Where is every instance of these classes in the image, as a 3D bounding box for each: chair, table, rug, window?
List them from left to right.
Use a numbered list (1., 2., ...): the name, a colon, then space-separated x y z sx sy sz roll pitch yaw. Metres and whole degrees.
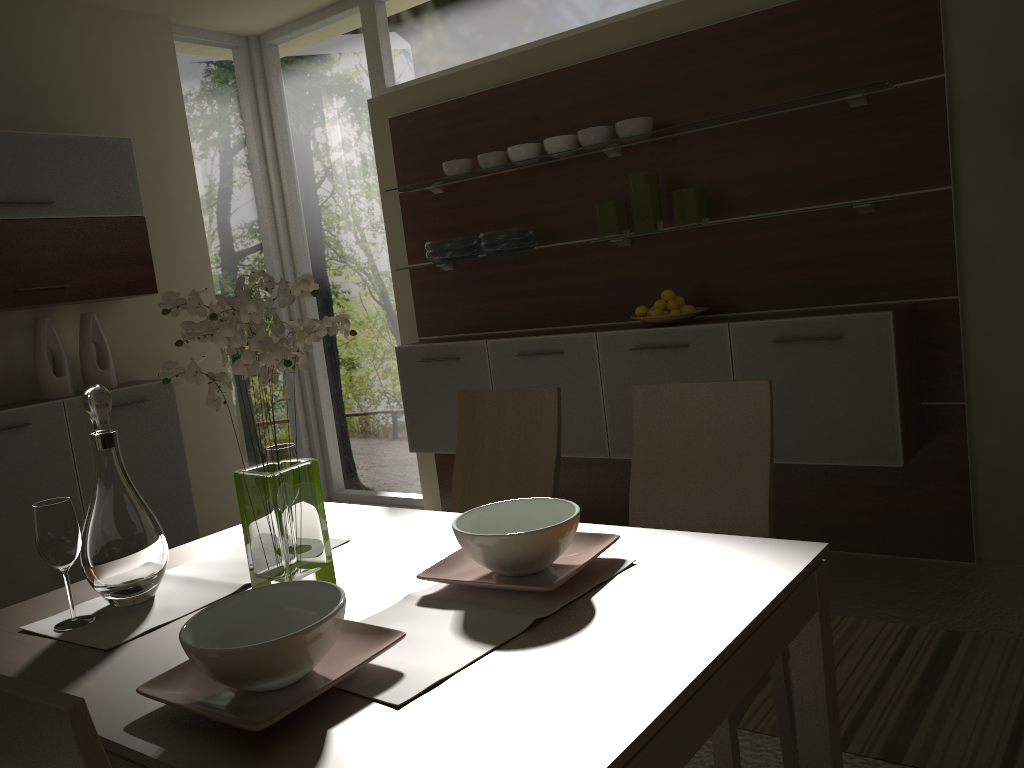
1. window: -1.436 -0.245 2.083 4.466 3.000 6.429 -2 8 35
2. chair: -0.324 0.737 1.117 0.404 1.017 0.507 -2 8 34
3. table: -0.245 0.776 1.658 1.411 0.790 1.000 -2 9 37
4. chair: -0.096 0.555 2.366 0.404 1.017 0.507 -2 9 37
5. chair: 0.382 0.537 2.020 0.404 1.017 0.507 -2 8 35
6. rug: 1.253 0.880 2.533 1.613 0.010 0.843 -2 9 37

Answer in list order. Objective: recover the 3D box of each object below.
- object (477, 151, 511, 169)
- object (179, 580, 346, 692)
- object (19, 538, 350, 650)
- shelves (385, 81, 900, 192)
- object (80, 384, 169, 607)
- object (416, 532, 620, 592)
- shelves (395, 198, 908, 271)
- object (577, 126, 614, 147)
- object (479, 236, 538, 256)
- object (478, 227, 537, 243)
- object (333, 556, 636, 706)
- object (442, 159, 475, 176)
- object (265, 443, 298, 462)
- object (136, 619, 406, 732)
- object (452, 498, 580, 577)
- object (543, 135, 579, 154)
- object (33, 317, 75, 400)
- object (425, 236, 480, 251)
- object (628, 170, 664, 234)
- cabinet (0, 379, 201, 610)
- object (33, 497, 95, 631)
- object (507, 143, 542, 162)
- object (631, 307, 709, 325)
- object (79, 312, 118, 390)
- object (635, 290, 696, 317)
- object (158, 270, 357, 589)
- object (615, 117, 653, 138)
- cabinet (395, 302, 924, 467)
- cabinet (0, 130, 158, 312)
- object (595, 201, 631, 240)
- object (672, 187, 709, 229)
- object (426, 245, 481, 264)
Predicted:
1. object: -0.085 -1.080 4.319 0.163 0.077 0.163 -8 7 -4
2. object: -0.349 0.374 1.274 0.232 0.107 0.233 -13 9 -41
3. object: -0.639 0.400 1.812 0.287 0.010 0.589 -2 8 34
4. shelves: 0.395 -1.053 3.960 2.463 0.008 0.255 -2 9 37
5. object: -0.768 0.211 1.712 0.156 0.426 0.156 -9 7 -11
6. object: 0.018 0.326 1.611 0.283 0.033 0.283 -3 8 31
7. shelves: 0.445 -0.651 4.010 2.463 0.008 0.255 -2 9 37
8. object: 0.375 -1.091 3.941 0.163 0.077 0.163 -8 7 -4
9. object: -0.015 -0.669 4.314 0.288 0.068 0.288 -8 7 -4
10. object: -0.020 -0.711 4.309 0.288 0.068 0.288 -8 7 -4
11. object: -0.071 0.371 1.472 0.287 0.010 0.589 -1 9 40
12. object: -0.262 -1.071 4.424 0.163 0.077 0.163 -8 7 -4
13. object: -0.490 0.250 1.941 0.075 0.232 0.075 -8 7 -4
14. object: -0.342 0.413 1.281 0.283 0.041 0.283 -2 9 37
15. object: 0.013 0.286 1.606 0.233 0.101 0.233 -4 8 26
16. object: 0.229 -1.089 4.070 0.163 0.077 0.163 -9 7 -11
17. object: -2.221 -0.126 4.262 0.153 0.384 0.153 -10 7 -19
18. object: -0.300 -0.701 4.515 0.288 0.068 0.288 -8 7 -4
19. object: 0.581 -0.785 3.837 0.099 0.259 0.099 -2 9 37
20. cabinet: -2.496 0.674 3.827 0.372 1.018 2.318 -2 9 37
21. object: -0.821 0.327 1.622 0.075 0.232 0.075 -8 7 -4
22. object: 0.063 -1.082 4.181 0.163 0.077 0.163 -8 7 -4
23. object: 0.685 -0.285 3.838 0.337 0.053 0.337 -10 7 -21
24. object: -2.089 -0.164 4.438 0.153 0.384 0.153 -10 7 -19
25. object: 0.661 -0.338 3.837 0.259 0.139 0.230 -6 7 7
26. object: -0.438 0.096 1.620 0.302 0.608 0.304 -1 9 40
27. object: 0.531 -1.098 3.836 0.163 0.077 0.163 -8 7 -4
28. cabinet: 0.494 0.027 4.045 2.463 0.570 0.372 -2 9 37
29. cabinet: -2.661 -0.647 3.663 0.372 0.789 2.318 -2 9 37
30. object: 0.450 -0.731 3.960 0.112 0.160 0.111 -2 9 37
31. object: 0.753 -0.743 3.744 0.111 0.160 0.112 -2 9 37
32. object: -0.295 -0.660 4.520 0.288 0.068 0.288 -8 7 -4
